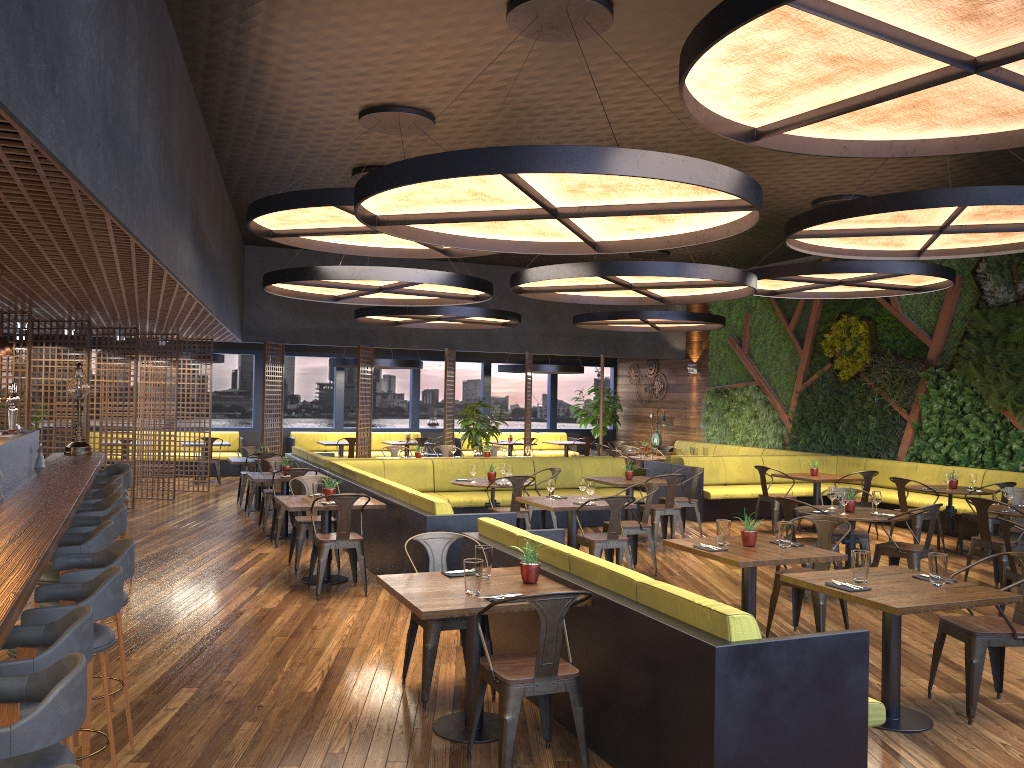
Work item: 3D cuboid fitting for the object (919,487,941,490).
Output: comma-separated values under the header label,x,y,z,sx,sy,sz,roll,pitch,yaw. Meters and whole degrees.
label,x,y,z,sx,sy,sz,roll,pitch,yaw
object,5.107,1.272,10.801,0.255,0.019,0.157,2,-1,-24

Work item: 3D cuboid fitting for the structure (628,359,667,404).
label,x,y,z,sx,sy,sz,roll,pitch,yaw
structure,3.260,-0.089,21.605,0.058,1.178,1.791,1,-1,-22

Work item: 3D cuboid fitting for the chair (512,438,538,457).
label,x,y,z,sx,sy,sz,roll,pitch,yaw
chair,0.274,1.609,19.263,0.504,0.917,0.541,1,-1,-22

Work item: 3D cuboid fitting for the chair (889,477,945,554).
label,x,y,z,sx,sy,sz,roll,pitch,yaw
chair,4.844,1.575,10.676,0.541,0.917,0.504,1,-1,-22

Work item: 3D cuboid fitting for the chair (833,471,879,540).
label,x,y,z,sx,sy,sz,roll,pitch,yaw
chair,4.548,1.584,11.749,0.504,0.917,0.541,1,-1,-22

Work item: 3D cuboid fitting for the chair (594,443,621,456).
label,x,y,z,sx,sy,sz,roll,pitch,yaw
chair,1.867,1.611,17.198,0.541,0.917,0.504,1,-1,-22

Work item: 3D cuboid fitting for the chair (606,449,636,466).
label,x,y,z,sx,sy,sz,roll,pitch,yaw
chair,1.896,1.583,15.280,0.541,0.917,0.504,1,-1,-22

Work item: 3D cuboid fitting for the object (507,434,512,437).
label,x,y,z,sx,sy,sz,roll,pitch,yaw
object,-0.054,1.222,20.081,0.102,0.178,0.102,2,-1,-37

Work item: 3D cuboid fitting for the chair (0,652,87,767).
label,x,y,z,sx,sy,sz,roll,pitch,yaw
chair,-1.377,1.265,2.334,0.483,1.048,0.438,0,-1,39

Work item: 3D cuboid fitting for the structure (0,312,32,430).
label,x,y,z,sx,sy,sz,roll,pitch,yaw
structure,-6.593,0.463,10.966,1.319,2.700,0.050,1,-1,7

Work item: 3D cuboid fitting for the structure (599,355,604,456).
label,x,y,z,sx,sy,sz,roll,pitch,yaw
structure,1.899,0.746,18.839,0.050,2.700,0.852,1,-1,7

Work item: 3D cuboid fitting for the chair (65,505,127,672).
label,x,y,z,sx,sy,sz,roll,pitch,yaw
chair,-2.643,1.286,5.500,0.438,1.048,0.483,1,-1,6

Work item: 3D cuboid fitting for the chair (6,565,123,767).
label,x,y,z,sx,sy,sz,roll,pitch,yaw
chair,-1.809,1.274,3.541,0.438,1.048,0.483,1,-1,6

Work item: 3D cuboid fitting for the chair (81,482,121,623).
label,x,y,z,sx,sy,sz,roll,pitch,yaw
chair,-3.252,1.293,6.808,0.438,1.048,0.483,1,-1,-8

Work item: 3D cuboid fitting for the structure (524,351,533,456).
label,x,y,z,sx,sy,sz,roll,pitch,yaw
structure,0.329,0.705,18.188,0.050,2.700,0.852,1,-1,7

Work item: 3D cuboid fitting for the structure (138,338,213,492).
label,x,y,z,sx,sy,sz,roll,pitch,yaw
structure,-5.968,0.545,15.739,1.319,2.700,0.050,1,-1,7

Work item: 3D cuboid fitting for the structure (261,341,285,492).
label,x,y,z,sx,sy,sz,roll,pitch,yaw
structure,-4.380,0.584,16.234,0.050,2.700,0.852,1,-1,7

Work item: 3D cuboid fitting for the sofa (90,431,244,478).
label,x,y,z,sx,sy,sz,roll,pitch,yaw
sofa,-7.179,1.452,18.350,3.061,0.914,0.966,1,-1,-23

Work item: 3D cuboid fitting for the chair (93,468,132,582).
label,x,y,z,sx,sy,sz,roll,pitch,yaw
chair,-3.732,1.303,8.123,0.438,1.048,0.483,1,-1,6

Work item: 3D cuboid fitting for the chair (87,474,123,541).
label,x,y,z,sx,sy,sz,roll,pitch,yaw
chair,-3.555,1.298,7.523,0.483,1.048,0.438,0,-1,39

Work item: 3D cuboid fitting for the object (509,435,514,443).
label,x,y,z,sx,sy,sz,roll,pitch,yaw
object,-0.009,1.217,19.725,0.102,0.178,0.102,2,-1,-37

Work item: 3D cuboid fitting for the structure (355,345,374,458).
label,x,y,z,sx,sy,sz,roll,pitch,yaw
structure,-2.810,0.624,16.885,0.050,2.700,0.852,1,-1,7

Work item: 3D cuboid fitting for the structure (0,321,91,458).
label,x,y,z,sx,sy,sz,roll,pitch,yaw
structure,-6.437,0.484,12.159,1.319,2.700,0.050,1,-1,7

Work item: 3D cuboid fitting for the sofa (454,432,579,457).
label,x,y,z,sx,sy,sz,roll,pitch,yaw
sofa,0.082,1.640,21.362,3.061,0.914,0.966,1,-1,-23

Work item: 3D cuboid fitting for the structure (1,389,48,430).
label,x,y,z,sx,sy,sz,roll,pitch,yaw
structure,-9.662,0.963,17.238,0.993,1.763,1.166,0,-1,38

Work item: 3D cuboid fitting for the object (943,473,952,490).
label,x,y,z,sx,sy,sz,roll,pitch,yaw
object,5.267,1.180,10.729,0.097,0.206,0.097,2,-1,-33

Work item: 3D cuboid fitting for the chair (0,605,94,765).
label,x,y,z,sx,sy,sz,roll,pitch,yaw
chair,-1.617,1.268,2.880,0.483,1.048,0.438,0,-1,39

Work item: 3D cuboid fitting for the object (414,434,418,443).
label,x,y,z,sx,sy,sz,roll,pitch,yaw
object,-2.056,1.166,18.982,0.102,0.178,0.102,2,-1,-37

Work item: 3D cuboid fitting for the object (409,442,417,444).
label,x,y,z,sx,sy,sz,roll,pitch,yaw
object,-2.101,1.241,18.687,0.255,0.019,0.157,1,-1,-23

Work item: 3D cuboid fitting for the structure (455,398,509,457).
label,x,y,z,sx,sy,sz,roll,pitch,yaw
structure,-0.672,1.139,17.065,0.993,1.763,1.166,0,-1,38

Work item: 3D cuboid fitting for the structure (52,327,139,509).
label,x,y,z,sx,sy,sz,roll,pitch,yaw
structure,-6.281,0.504,13.353,1.319,2.700,0.050,1,-1,7

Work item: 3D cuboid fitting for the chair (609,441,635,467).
label,x,y,z,sx,sy,sz,roll,pitch,yaw
chair,2.253,1.632,18.167,0.504,0.917,0.541,1,-1,-22

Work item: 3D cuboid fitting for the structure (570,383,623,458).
label,x,y,z,sx,sy,sz,roll,pitch,yaw
structure,2.180,1.056,22.062,1.493,2.184,1.272,1,-1,-22

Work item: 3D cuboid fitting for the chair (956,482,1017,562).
label,x,y,z,sx,sy,sz,roll,pitch,yaw
chair,5.607,1.586,10.429,0.504,0.917,0.541,1,-1,-22

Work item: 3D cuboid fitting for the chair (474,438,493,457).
label,x,y,z,sx,sy,sz,roll,pitch,yaw
chair,-0.640,1.597,19.693,0.541,0.917,0.504,1,-1,-22

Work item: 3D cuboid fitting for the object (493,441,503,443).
label,x,y,z,sx,sy,sz,roll,pitch,yaw
object,-0.321,1.292,19.810,0.157,0.019,0.255,1,-1,-23

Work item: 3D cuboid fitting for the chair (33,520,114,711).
label,x,y,z,sx,sy,sz,roll,pitch,yaw
chair,-2.432,1.281,4.848,0.483,1.048,0.438,0,-1,39

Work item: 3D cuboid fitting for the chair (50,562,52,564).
label,x,y,z,sx,sy,sz,roll,pitch,yaw
chair,-4.616,1.290,8.435,0.483,1.048,0.438,0,-1,39

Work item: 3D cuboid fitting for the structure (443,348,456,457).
label,x,y,z,sx,sy,sz,roll,pitch,yaw
structure,-1.241,0.665,17.537,0.050,2.700,0.852,1,-1,7

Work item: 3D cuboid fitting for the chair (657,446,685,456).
label,x,y,z,sx,sy,sz,roll,pitch,yaw
chair,2.973,1.623,16.547,0.504,0.917,0.541,1,-1,-22

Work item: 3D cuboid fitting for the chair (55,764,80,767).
label,x,y,z,sx,sy,sz,roll,pitch,yaw
chair,-1.021,1.261,1.590,0.483,1.048,0.438,0,-1,39

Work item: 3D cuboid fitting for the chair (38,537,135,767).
label,x,y,z,sx,sy,sz,roll,pitch,yaw
chair,-2.049,1.280,4.228,0.438,1.048,0.483,1,-1,-3

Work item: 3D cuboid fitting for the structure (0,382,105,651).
label,x,y,z,sx,sy,sz,roll,pitch,yaw
structure,-3.845,0.427,4.769,2.700,2.700,9.298,1,-1,-23

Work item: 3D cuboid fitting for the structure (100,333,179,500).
label,x,y,z,sx,sy,sz,roll,pitch,yaw
structure,-6.125,0.525,14.546,1.319,2.700,0.050,1,-1,7

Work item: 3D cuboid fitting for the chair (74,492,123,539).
label,x,y,z,sx,sy,sz,roll,pitch,yaw
chair,-2.962,1.290,6.164,0.483,1.048,0.438,1,-1,28

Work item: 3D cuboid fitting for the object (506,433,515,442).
label,x,y,z,sx,sy,sz,roll,pitch,yaw
object,-0.040,1.173,19.898,0.238,0.271,0.260,1,-1,-1

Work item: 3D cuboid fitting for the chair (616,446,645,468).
label,x,y,z,sx,sy,sz,roll,pitch,yaw
chair,2.171,1.602,16.215,0.504,0.917,0.541,1,-1,-22

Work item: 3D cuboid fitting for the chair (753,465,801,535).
label,x,y,z,sx,sy,sz,roll,pitch,yaw
chair,3.604,1.571,12.141,0.541,0.917,0.504,1,-1,-22

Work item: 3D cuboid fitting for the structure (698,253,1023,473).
label,x,y,z,sx,sy,sz,roll,pitch,yaw
structure,5.907,-0.177,15.102,0.918,4.593,9.182,1,-1,-23

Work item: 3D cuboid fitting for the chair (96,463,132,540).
label,x,y,z,sx,sy,sz,roll,pitch,yaw
chair,-3.967,1.306,8.663,0.438,1.048,0.483,2,-1,-31

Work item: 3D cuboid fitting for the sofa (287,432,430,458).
label,x,y,z,sx,sy,sz,roll,pitch,yaw
sofa,-3.417,1.549,19.911,3.061,0.914,0.966,1,-1,-23

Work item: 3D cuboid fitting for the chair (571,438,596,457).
label,x,y,z,sx,sy,sz,roll,pitch,yaw
chair,1.594,1.643,19.811,0.504,0.917,0.541,1,-1,-22

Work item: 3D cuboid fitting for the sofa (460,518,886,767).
label,x,y,z,sx,sy,sz,roll,pitch,yaw
sofa,0.668,1.415,5.143,0.966,0.914,3.061,1,-1,-23
